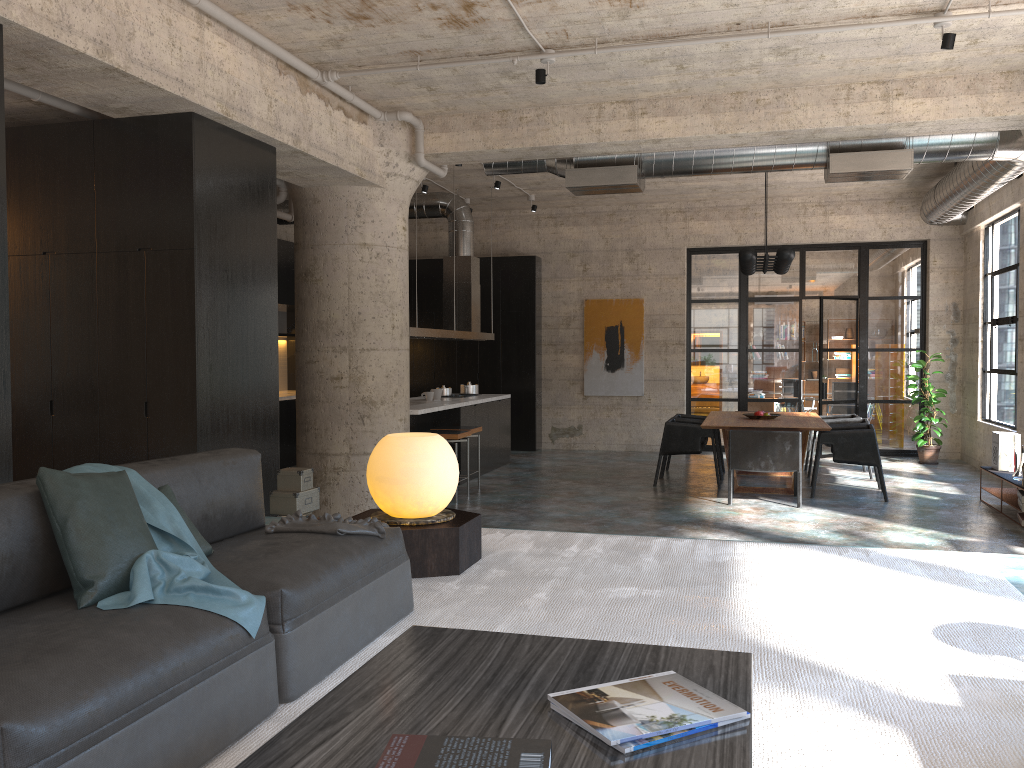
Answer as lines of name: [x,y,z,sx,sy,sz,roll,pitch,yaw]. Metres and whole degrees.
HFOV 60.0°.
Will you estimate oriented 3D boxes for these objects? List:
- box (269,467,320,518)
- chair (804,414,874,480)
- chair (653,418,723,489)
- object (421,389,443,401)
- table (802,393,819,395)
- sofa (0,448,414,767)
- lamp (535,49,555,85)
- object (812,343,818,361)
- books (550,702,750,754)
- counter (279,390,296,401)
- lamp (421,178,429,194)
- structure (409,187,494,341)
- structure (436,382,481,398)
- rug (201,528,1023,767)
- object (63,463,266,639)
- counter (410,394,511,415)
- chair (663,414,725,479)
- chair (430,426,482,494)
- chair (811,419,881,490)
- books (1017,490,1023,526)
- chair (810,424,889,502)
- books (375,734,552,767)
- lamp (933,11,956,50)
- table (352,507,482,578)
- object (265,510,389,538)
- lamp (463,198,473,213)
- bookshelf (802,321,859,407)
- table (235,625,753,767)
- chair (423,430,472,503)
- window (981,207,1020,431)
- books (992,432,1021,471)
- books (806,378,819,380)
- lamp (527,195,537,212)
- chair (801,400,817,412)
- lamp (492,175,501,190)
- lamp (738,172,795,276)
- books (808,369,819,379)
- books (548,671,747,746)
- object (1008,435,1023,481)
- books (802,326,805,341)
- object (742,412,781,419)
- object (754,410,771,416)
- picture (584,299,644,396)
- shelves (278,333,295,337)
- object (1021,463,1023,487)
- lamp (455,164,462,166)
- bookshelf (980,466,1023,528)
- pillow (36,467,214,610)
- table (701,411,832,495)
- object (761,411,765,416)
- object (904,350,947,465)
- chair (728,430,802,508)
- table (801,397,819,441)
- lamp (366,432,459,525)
box: [-1.460,0.790,5.965,0.280,0.441,0.331,0,2,4]
chair: [4.036,0.757,10.984,0.754,0.738,0.707,0,2,15]
chair: [2.059,0.785,10.327,0.754,0.738,0.707,0,2,15]
object: [-0.974,0.128,10.844,0.188,0.133,0.437,0,2,16]
table: [5.880,0.548,17.171,1.800,0.721,0.800,0,2,15]
sofa: [-1.151,0.618,2.785,1.019,0.680,2.063,0,2,15]
lamp: [0.237,-2.246,6.284,0.141,0.215,0.107,0,2,-2]
object: [6.448,-0.682,18.886,0.121,0.395,0.062,0,2,18]
books: [0.281,0.671,1.823,0.318,0.011,0.252,-1,2,-30]
counter: [-3.599,0.248,11.587,1.000,0.142,4.360,0,2,15]
lamp: [-1.130,-2.535,11.225,0.145,0.236,0.107,0,2,-2]
structure: [-0.915,-1.596,10.775,0.538,2.100,3.117,0,2,15]
structure: [-0.756,0.068,11.781,0.506,0.187,0.833,0,2,15]
rug: [-0.001,1.003,1.294,2.954,0.032,7.768,0,2,15]
object: [-1.163,0.485,2.701,0.985,0.438,0.444,2,3,42]
counter: [-0.961,0.222,10.701,1.000,0.046,3.500,0,2,15]
chair: [2.259,0.760,11.032,0.754,0.738,0.707,0,2,15]
chair: [-0.609,0.830,9.798,0.450,0.698,0.450,0,2,15]
chair: [3.847,0.784,10.215,0.754,0.738,0.707,1,2,20]
books: [4.587,1.089,7.746,0.274,0.263,0.393,1,2,25]
chair: [3.577,0.812,9.413,0.754,0.738,0.707,1,2,20]
books: [-0.074,0.636,1.362,0.279,0.116,0.322,0,2,0]
lamp: [2.728,-2.219,5.597,0.107,0.236,0.145,0,2,-2]
table: [-0.543,0.791,4.303,0.616,0.230,1.044,0,2,15]
object: [-0.696,0.591,3.507,0.433,0.185,0.429,0,2,11]
lamp: [-0.651,-2.601,13.030,0.145,0.236,0.107,0,2,-2]
bookshelf: [6.458,-0.244,18.936,3.034,2.179,0.366,0,2,15]
table: [-0.034,0.841,1.596,0.900,0.309,1.500,0,2,15]
chair: [-0.704,0.849,9.262,0.450,0.698,0.450,0,2,15]
window: [6.719,-0.860,13.635,0.081,2.530,7.902,0,2,15]
books: [4.904,0.667,8.807,0.191,0.362,0.277,0,2,15]
books: [6.454,-0.097,18.925,0.335,0.033,0.284,0,2,15]
lamp: [0.293,-2.595,12.774,0.145,0.236,0.107,0,2,-2]
chair: [5.321,0.422,16.621,0.684,1.015,0.653,-2,3,-41]
lamp: [-0.205,-2.529,10.974,0.145,0.236,0.107,0,2,-2]
lamp: [2.911,-1.974,10.163,0.583,1.327,1.813,0,2,15]
books: [6.455,-0.202,18.921,0.249,0.218,0.204,0,2,15]
books: [0.273,0.660,1.823,0.318,0.011,0.252,-1,2,-25]
object: [4.775,0.683,8.292,0.199,0.365,0.703,1,2,26]
books: [6.237,-1.079,19.005,0.055,0.326,0.255,0,2,15]
object: [2.881,0.358,10.230,0.435,0.079,0.435,-2,2,-38]
object: [2.884,0.346,10.206,0.219,0.097,0.100,-1,2,-31]
picture: [1.580,-0.565,13.736,0.928,1.494,0.029,0,2,15]
shelves: [-3.878,-0.670,11.631,0.403,0.043,4.362,0,2,15]
object: [4.579,0.719,7.741,0.415,0.333,0.248,-2,3,-39]
lamp: [-0.593,-2.481,9.668,0.107,0.236,0.145,0,2,-2]
bookshelf: [4.744,1.042,8.249,0.350,0.347,1.600,0,2,15]
pillow: [-1.125,0.425,2.693,0.320,0.393,0.670,1,2,21]
table: [2.910,0.775,10.267,1.299,0.756,2.410,0,2,15]
object: [2.921,0.349,10.268,0.110,0.082,0.088,-2,2,-35]
object: [5.657,0.315,12.106,0.514,1.552,0.886,0,2,12]
chair: [2.581,0.827,9.076,0.707,0.738,0.754,0,2,15]
table: [5.589,0.613,15.297,1.800,0.721,0.800,0,2,15]
lamp: [-0.497,0.462,4.458,0.462,0.417,0.462,2,3,43]
